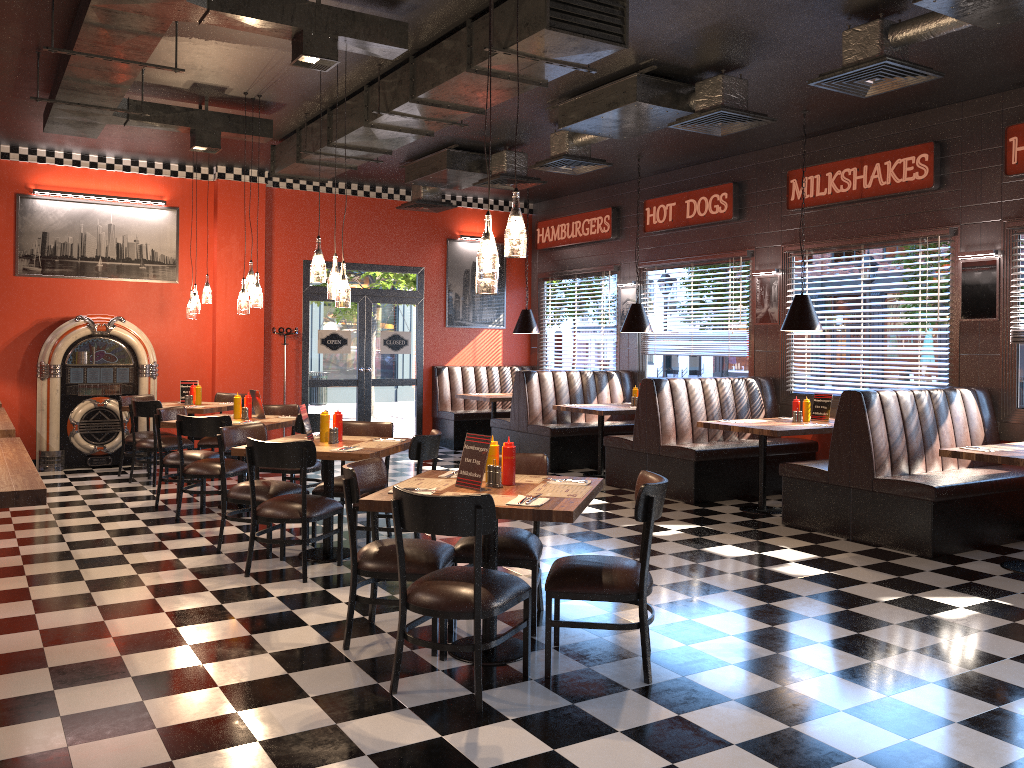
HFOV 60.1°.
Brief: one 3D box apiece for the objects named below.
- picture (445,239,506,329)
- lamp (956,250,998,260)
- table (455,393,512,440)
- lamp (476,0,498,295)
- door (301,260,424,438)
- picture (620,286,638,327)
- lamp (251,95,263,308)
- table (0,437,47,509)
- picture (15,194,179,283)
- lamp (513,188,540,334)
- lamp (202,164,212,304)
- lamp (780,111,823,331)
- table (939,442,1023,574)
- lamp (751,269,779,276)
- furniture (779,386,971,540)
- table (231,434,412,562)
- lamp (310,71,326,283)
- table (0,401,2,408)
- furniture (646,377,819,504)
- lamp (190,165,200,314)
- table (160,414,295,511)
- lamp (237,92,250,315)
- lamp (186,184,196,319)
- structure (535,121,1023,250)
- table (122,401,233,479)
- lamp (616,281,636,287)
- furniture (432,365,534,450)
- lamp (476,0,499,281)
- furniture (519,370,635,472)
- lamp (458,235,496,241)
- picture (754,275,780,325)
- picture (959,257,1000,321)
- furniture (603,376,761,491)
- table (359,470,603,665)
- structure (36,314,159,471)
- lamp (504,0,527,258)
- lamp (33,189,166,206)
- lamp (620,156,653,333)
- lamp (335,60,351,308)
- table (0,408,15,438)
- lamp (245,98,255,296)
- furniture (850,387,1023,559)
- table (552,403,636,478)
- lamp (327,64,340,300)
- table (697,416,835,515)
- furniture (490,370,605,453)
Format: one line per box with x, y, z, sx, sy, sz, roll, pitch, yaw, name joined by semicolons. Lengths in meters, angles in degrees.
-0.529;-1.487;13.252;1.023;1.301;0.016;0;0;-32;picture
4.017;-1.116;7.647;0.081;0.056;0.334;0;3;-32;lamp
0.177;0.536;12.303;1.691;0.774;0.957;-1;2;-32;table
-0.111;-1.416;4.285;0.108;1.965;0.108;1;0;15;lamp
-2.045;-0.390;12.331;1.800;2.572;0.128;0;0;-32;door
1.542;-1.022;11.733;0.012;0.537;0.351;1;1;-32;picture
-2.263;-1.659;7.898;0.108;1.965;0.108;1;0;40;lamp
-2.189;0.793;3.288;0.695;0.999;1.693;0;2;-32;table
-4.900;-1.709;10.559;1.769;0.940;0.023;-1;1;-32;picture
0.210;-1.724;12.304;0.382;2.044;0.382;1;0;17;lamp
-3.332;-1.864;9.712;0.108;1.965;0.108;1;0;0;lamp
2.706;-1.516;8.243;0.382;2.044;0.382;1;0;40;lamp
3.933;0.849;6.191;1.691;0.774;0.957;-1;2;-32;table
2.770;-1.219;9.676;0.081;0.056;0.334;0;3;-32;lamp
3.127;0.591;7.521;1.709;1.154;0.706;0;1;-32;furniture
-1.248;0.793;6.101;0.960;0.774;0.957;1;2;13;table
-1.326;-1.682;6.111;0.108;1.965;0.108;1;0;30;lamp
-4.404;0.609;6.891;0.695;0.999;1.693;0;2;-32;table
2.246;0.518;8.955;1.709;1.154;0.706;0;1;-32;furniture
-3.432;-1.749;9.627;0.108;1.965;0.108;1;0;10;lamp
-2.419;0.700;7.895;0.960;0.774;0.957;1;2;13;table
-2.361;-1.598;7.822;0.108;1.965;0.108;1;0;-20;lamp
-3.509;-1.695;9.724;0.108;1.965;0.108;1;0;40;lamp
3.343;-2.009;8.722;0.120;0.438;11.271;1;2;-32;structure
-3.503;0.613;9.608;0.960;0.774;0.957;1;2;13;table
1.517;-1.324;11.715;0.081;0.056;0.334;0;3;-32;lamp
-0.256;0.310;13.024;1.709;1.154;0.706;0;1;-32;furniture
-0.103;-1.470;4.162;0.108;1.965;0.108;1;0;-45;lamp
0.995;0.414;10.990;1.709;1.154;0.706;0;1;-32;furniture
-0.519;-2.170;13.218;0.610;0.056;0.081;-1;2;-32;lamp
2.793;-0.918;9.697;0.012;0.537;0.351;1;1;-32;picture
4.041;-0.814;7.667;0.012;0.537;0.351;1;1;-32;picture
1.876;0.487;9.556;1.709;1.154;0.706;0;1;-32;furniture
-0.104;0.887;4.267;0.956;0.774;0.960;1;2;13;table
-4.815;0.072;10.309;1.294;1.768;0.500;0;0;-32;structure
0.028;-1.581;4.175;0.108;1.965;0.108;1;0;-40;lamp
-4.880;-2.217;10.536;1.444;0.056;0.081;-1;2;-32;lamp
1.458;-1.620;10.274;0.382;2.044;0.382;1;0;40;lamp
-1.153;-1.508;6.100;0.108;1.965;0.108;1;0;-20;lamp
-3.299;0.701;5.094;0.695;0.999;1.693;0;2;-32;table
-2.347;-1.777;7.997;0.108;1.965;0.108;1;0;15;lamp
3.497;0.622;6.920;1.709;1.154;0.706;0;1;-32;furniture
1.433;0.641;10.259;1.691;0.774;0.957;-1;2;-32;table
-1.228;-1.572;6.197;0.108;1.965;0.108;1;0;10;lamp
2.676;0.744;8.237;1.691;0.774;0.957;-1;2;-32;table
0.626;0.383;11.591;1.709;1.154;0.706;0;1;-32;furniture
